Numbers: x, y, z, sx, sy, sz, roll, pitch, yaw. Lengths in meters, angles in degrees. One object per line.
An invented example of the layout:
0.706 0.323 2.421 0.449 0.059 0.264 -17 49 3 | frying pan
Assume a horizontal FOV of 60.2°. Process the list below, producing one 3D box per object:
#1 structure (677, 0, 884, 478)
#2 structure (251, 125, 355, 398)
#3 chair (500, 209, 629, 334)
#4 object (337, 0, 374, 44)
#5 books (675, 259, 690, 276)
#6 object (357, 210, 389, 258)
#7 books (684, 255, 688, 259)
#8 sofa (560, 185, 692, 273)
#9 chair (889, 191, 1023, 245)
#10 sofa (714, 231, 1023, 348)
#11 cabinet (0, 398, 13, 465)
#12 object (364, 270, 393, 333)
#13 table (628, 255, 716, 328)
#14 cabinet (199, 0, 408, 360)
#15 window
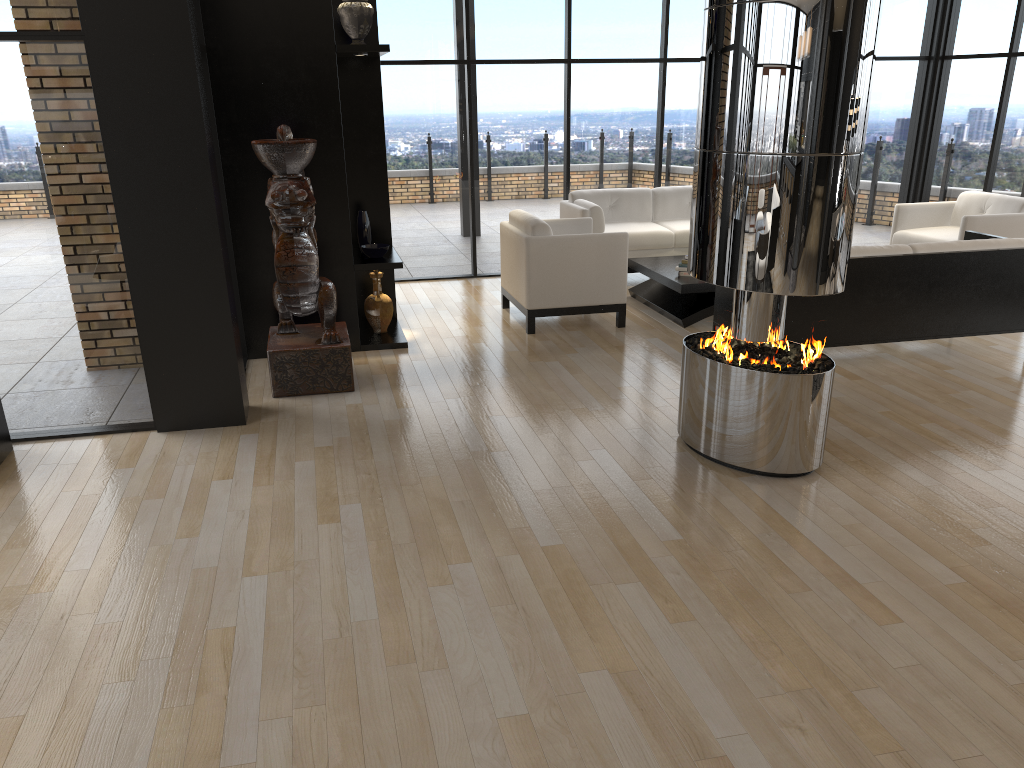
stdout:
1.213 -0.969 4.118 0.583 2.831 0.868 -11 24 -23 | structure
-1.347 -0.795 5.618 0.516 1.645 0.709 -6 22 -12 | structure
0.418 -0.977 7.300 0.853 0.883 0.971 -5 20 -12 | chair
-1.069 -2.595 6.021 0.242 0.562 0.239 12 25 30 | object
1.510 -0.957 7.233 0.306 0.130 0.218 8 21 25 | books
-1.040 -1.122 6.607 0.212 0.323 0.362 -6 21 -13 | object
1.522 -1.027 7.194 0.154 0.028 0.180 -8 19 -20 | books
1.888 -1.538 8.942 2.690 0.884 0.829 -5 21 -11 | sofa
4.083 -1.273 8.027 0.853 0.883 0.971 -5 20 -12 | chair
2.540 -0.625 6.208 2.028 0.830 0.813 -5 21 -11 | sofa
-4.132 0.211 4.084 3.033 0.765 0.602 -5 21 -11 | cabinet
-1.033 -0.644 6.811 0.222 0.510 0.215 5 22 14 | object
2.181 -0.873 7.733 2.028 0.363 1.227 -5 19 -11 | table
-1.635 -1.919 7.158 1.184 2.829 2.582 -5 21 -11 | cabinet
-0.632 -1.758 3.207 15.787 4.945 9.873 -9 21 -24 | window
